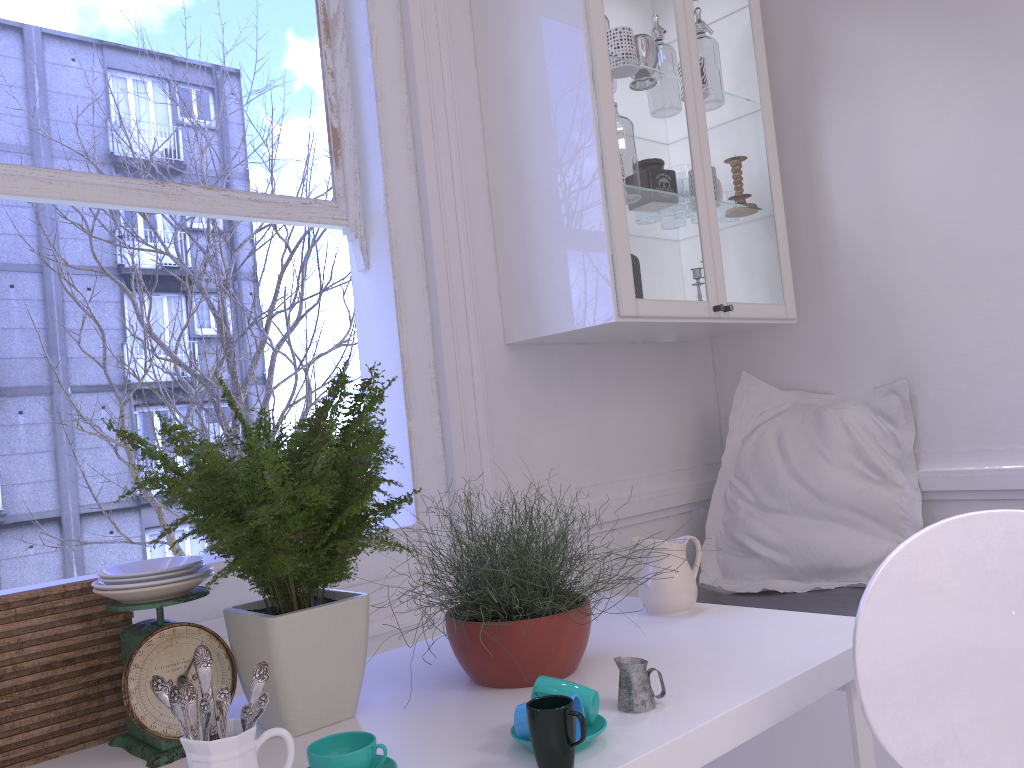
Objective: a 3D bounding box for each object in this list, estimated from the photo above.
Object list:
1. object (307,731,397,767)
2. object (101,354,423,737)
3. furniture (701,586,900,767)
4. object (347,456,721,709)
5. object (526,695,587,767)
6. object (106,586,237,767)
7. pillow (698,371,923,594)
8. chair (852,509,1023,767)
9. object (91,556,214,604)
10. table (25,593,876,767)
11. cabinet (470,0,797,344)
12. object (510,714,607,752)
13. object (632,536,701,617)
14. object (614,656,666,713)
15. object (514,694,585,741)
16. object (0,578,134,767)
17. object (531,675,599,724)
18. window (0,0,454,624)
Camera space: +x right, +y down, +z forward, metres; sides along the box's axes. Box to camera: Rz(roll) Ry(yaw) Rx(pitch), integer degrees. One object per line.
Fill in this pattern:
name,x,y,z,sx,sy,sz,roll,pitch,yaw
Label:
object,-0.193,0.440,1.019,0.121,0.055,0.121,-6,-3,-3
object,-0.326,0.230,1.293,0.438,0.527,0.368,-3,-4,-43
furniture,1.715,0.655,1.323,0.769,0.508,3.296,-3,-4,-43
object,0.009,0.302,1.462,0.668,0.367,0.531,-5,-3,-19
object,0.049,0.404,1.013,0.055,0.077,0.070,-5,-3,-18
object,-0.494,0.408,1.271,0.159,0.208,0.185,-3,-4,-43
pillow,0.860,0.262,2.594,0.677,0.642,0.374,-7,-3,17
chair,0.656,0.575,0.910,0.604,0.845,0.483,-6,-3,2
object,-0.517,0.283,1.281,0.164,0.047,0.163,-6,-3,6
table,-0.104,0.782,1.251,1.514,0.619,0.736,-3,-4,-43
cabinet,0.358,-0.796,2.503,0.823,1.311,0.425,-3,-4,-43
object,0.059,0.436,1.104,0.121,0.021,0.121,-6,-3,-3
object,0.310,0.377,1.773,0.115,0.152,0.127,-7,-3,29
object,0.172,0.406,1.214,0.066,0.067,0.052,-3,-4,-42
object,0.048,0.410,1.093,0.080,0.058,0.069,-7,-3,20
object,-0.681,0.411,1.243,0.294,0.237,0.028,-3,-4,-43
object,0.065,0.404,1.127,0.082,0.059,0.069,-7,-3,25
window,-0.744,-0.407,1.889,1.234,1.782,0.181,-3,-4,-43
